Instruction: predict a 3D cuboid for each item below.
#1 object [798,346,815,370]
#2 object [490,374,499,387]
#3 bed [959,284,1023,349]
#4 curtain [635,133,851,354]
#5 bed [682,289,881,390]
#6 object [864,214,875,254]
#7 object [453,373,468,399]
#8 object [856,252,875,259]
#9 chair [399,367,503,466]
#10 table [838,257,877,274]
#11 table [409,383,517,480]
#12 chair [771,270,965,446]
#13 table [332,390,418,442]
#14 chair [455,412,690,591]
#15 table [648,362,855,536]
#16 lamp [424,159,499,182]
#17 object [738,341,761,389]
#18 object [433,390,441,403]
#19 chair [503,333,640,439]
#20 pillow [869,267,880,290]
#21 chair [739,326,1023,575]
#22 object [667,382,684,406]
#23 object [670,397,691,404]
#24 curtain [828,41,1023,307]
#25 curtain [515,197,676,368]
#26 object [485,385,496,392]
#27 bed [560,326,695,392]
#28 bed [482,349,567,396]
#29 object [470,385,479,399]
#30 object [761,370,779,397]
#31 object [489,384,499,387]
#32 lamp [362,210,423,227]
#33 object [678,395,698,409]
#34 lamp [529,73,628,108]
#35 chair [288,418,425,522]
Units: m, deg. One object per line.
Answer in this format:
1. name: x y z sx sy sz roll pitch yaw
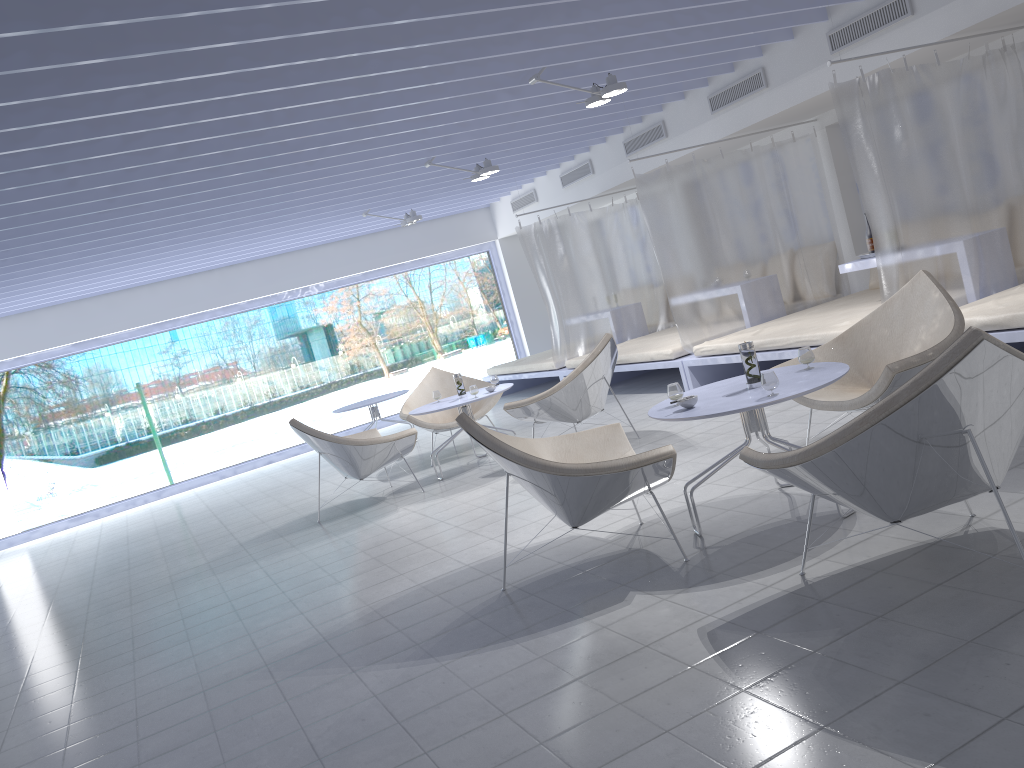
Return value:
1. object: 1.239 -0.108 3.729 0.068 0.091 0.068 -19 6 -33
2. object: -0.135 -0.025 6.898 0.068 0.091 0.068 -19 6 -31
3. bed: 3.625 -0.475 4.653 2.016 0.427 2.200 -18 6 -23
4. curtain: 2.051 -1.223 7.595 1.998 1.559 0.125 -18 6 -25
5. bed: 2.748 -0.420 6.681 2.022 0.422 2.200 -18 6 -23
6. object: 2.628 -1.103 6.493 0.092 0.302 0.092 -12 6 34
7. object: -0.398 0.011 6.752 0.075 0.189 0.075 -19 6 -31
8. object: 2.685 -0.957 6.438 0.275 0.031 0.429 -18 6 -22
9. chair: -0.540 0.217 7.736 0.906 0.759 0.753 -17 5 -13
10. table: 2.868 -0.733 6.177 0.416 0.450 1.065 -18 6 -23
11. table: -0.315 0.364 6.753 0.825 0.534 0.823 -19 6 -32
12. chair: 1.782 -0.095 4.203 0.753 0.759 0.906 -17 5 -19
13. table: -1.398 0.430 9.252 0.825 0.534 0.823 -13 6 24
14. chair: 0.215 0.388 3.680 0.753 0.759 0.906 -16 5 -6
15. table: 1.035 0.278 3.687 0.823 0.534 0.825 -11 7 43
16. lamp: -0.442 -1.844 7.570 0.587 0.218 0.380 -18 6 -23
17. object: 0.983 -0.079 3.650 0.075 0.185 0.075 -13 6 30
18. object: -0.585 0.097 6.927 0.068 0.091 0.068 -16 5 -1
19. chair: 0.486 0.069 6.277 0.753 0.759 0.906 -12 6 37
20. pillow: 3.228 -1.070 7.539 0.230 0.521 0.524 -17 6 -21
21. chair: 1.242 0.198 2.666 0.906 0.759 0.753 -16 5 -9
22. object: 0.688 0.044 3.733 0.068 0.091 0.068 -19 6 -33
23. object: 0.678 0.066 3.571 0.098 0.016 0.012 -18 6 -24
24. curtain: 2.897 -1.289 5.566 2.050 1.552 0.151 -18 6 -23
25. curtain: 1.115 -1.174 9.606 2.050 1.552 0.151 -18 6 -23
26. object: -0.154 0.038 6.550 0.082 0.043 0.082 -12 6 35
27. bed: 1.844 -0.360 8.692 2.016 0.427 2.200 -18 6 -23
28. bed: 0.967 -0.305 10.720 2.022 0.422 2.200 -18 6 -23
29. object: -0.274 0.055 6.450 0.068 0.091 0.068 -15 5 5
30. object: 0.977 -0.001 3.357 0.068 0.091 0.068 -19 6 -33
31. object: -0.135 0.014 6.527 0.098 0.016 0.012 -12 6 33
32. lamp: -1.293 -1.789 9.500 0.587 0.218 0.380 -18 6 -23
33. object: 0.713 0.076 3.581 0.082 0.043 0.082 -18 6 -22
34. lamp: 0.401 -1.898 5.658 0.587 0.218 0.380 -18 6 -23
35. chair: -1.164 0.513 6.424 0.753 0.759 0.906 -18 6 -28
